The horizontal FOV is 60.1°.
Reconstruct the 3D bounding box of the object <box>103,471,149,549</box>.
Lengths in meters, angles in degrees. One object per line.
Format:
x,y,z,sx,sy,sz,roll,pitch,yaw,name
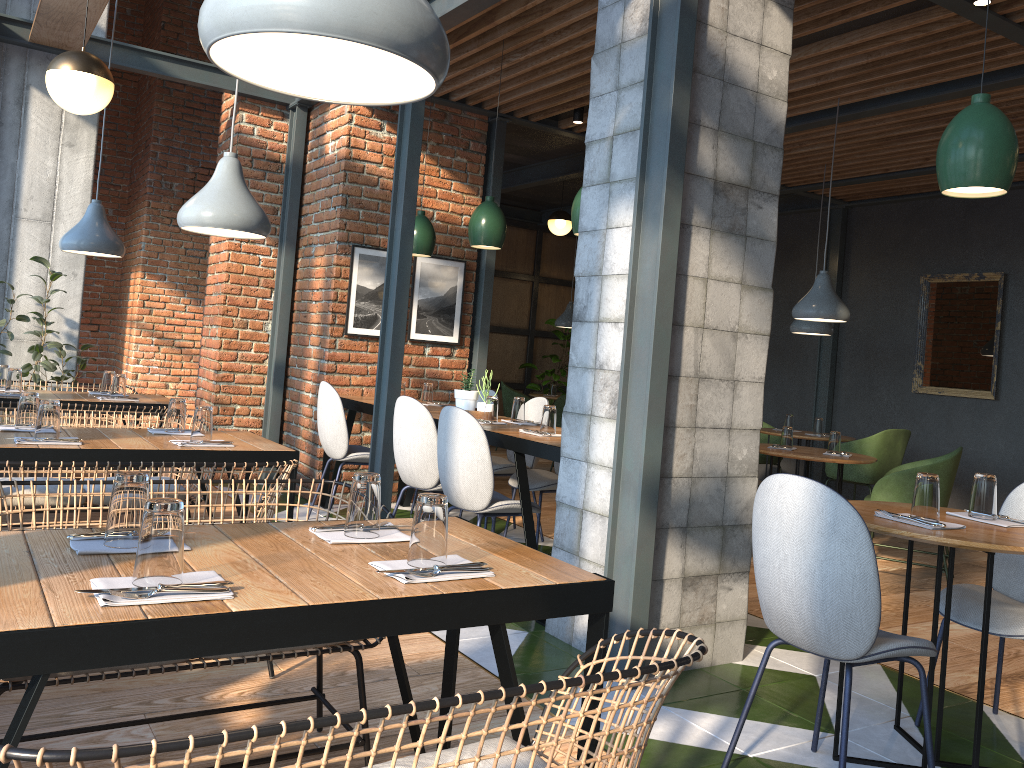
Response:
-0.746,0.243,1.725,0.080,0.138,0.080,5,0,32,object

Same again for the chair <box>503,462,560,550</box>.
0.242,0.553,5.076,0.507,0.888,0.419,5,0,-26,chair

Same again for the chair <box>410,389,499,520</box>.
-0.373,0.471,6.013,0.506,0.888,0.419,5,0,-36,chair

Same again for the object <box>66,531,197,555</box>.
-0.745,0.308,1.755,0.242,0.019,0.158,4,2,-31,object

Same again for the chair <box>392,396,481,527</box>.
-0.396,0.513,4.678,0.506,0.888,0.419,5,0,-36,chair

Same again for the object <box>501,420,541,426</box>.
0.062,0.211,4.912,0.157,0.019,0.243,4,2,-32,object

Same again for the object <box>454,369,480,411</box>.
-0.260,0.047,5.102,0.146,0.277,0.145,5,0,38,object

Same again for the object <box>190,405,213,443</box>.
-1.181,0.152,3.381,0.080,0.138,0.080,5,0,-31,object

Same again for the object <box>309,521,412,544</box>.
-0.329,0.334,2.009,0.242,0.019,0.158,4,2,-31,object

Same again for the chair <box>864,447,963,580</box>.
2.390,0.758,5.309,0.516,0.819,0.637,5,0,27,chair

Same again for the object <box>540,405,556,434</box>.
0.180,0.173,4.332,0.080,0.138,0.080,5,0,21,object

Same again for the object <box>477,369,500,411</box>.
-0.148,0.056,5.044,0.115,0.282,0.128,5,-1,-37,object

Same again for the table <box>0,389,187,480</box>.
-2.583,0.413,4.953,1.269,0.706,0.659,4,1,-33,table

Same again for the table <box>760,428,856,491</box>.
2.421,0.757,7.415,0.808,0.687,0.806,5,1,17,table

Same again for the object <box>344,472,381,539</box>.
-0.329,0.269,1.979,0.080,0.138,0.080,5,0,32,object

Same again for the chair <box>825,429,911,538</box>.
2.794,0.736,6.994,0.637,0.819,0.516,5,0,-38,chair

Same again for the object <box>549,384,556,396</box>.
0.496,0.069,10.682,0.080,0.138,0.080,5,0,35,object

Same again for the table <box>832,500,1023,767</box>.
1.294,0.790,2.681,0.698,0.747,0.700,5,0,-22,table

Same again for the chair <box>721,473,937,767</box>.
0.908,0.695,2.465,0.506,0.888,0.419,5,0,-31,chair

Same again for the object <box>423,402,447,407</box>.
-0.533,0.130,5.857,0.157,0.019,0.243,4,2,-32,object

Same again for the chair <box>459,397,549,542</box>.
-0.046,0.513,5.573,0.507,0.888,0.419,5,0,-26,chair

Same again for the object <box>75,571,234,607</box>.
-0.588,0.331,1.459,0.242,0.019,0.158,4,2,-30,object

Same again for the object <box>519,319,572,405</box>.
0.693,-0.076,11.468,1.055,1.796,0.722,5,0,-22,object

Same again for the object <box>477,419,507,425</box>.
-0.147,0.198,4.778,0.157,0.019,0.243,4,2,-32,object

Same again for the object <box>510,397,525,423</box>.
0.036,0.142,4.918,0.080,0.138,0.080,5,0,21,object

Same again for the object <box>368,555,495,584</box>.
-0.166,0.357,1.735,0.242,0.019,0.158,3,2,-34,object

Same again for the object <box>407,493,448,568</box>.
-0.163,0.290,1.762,0.080,0.138,0.080,5,0,-11,object

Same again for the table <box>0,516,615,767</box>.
-0.531,0.691,1.719,1.269,0.706,0.659,4,1,-33,table

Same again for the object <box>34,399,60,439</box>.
-1.623,0.124,3.100,0.080,0.138,0.080,5,0,33,object

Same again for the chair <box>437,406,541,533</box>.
-0.121,0.553,4.173,0.506,0.888,0.419,5,0,-36,chair

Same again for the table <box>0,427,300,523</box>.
-1.554,0.552,3.330,1.269,0.706,0.659,4,1,-33,table

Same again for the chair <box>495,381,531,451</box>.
0.088,0.390,10.662,0.515,0.819,0.638,5,0,-1,chair

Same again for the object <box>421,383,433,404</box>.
-0.559,0.061,5.864,0.080,0.138,0.080,5,0,31,object

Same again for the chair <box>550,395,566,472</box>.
0.686,0.510,8.533,0.639,0.819,0.514,5,0,12,chair

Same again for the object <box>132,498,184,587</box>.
-0.588,0.264,1.484,0.080,0.138,0.080,5,0,23,object

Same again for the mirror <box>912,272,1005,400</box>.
3.958,-0.436,7.863,0.061,1.086,0.770,5,0,-33,mirror

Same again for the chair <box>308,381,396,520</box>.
-0.978,0.437,5.518,0.507,0.888,0.419,5,0,-26,chair

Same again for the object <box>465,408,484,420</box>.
-0.221,0.168,5.078,0.254,0.046,0.251,6,2,31,object

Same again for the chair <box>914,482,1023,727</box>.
1.674,0.743,2.916,0.507,0.888,0.419,5,0,-26,chair

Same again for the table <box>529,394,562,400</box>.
0.573,0.497,10.638,0.806,0.687,0.809,4,1,-32,table

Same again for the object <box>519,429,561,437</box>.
0.143,0.236,4.337,0.157,0.019,0.243,4,2,-32,object

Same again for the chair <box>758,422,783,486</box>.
2.104,0.648,7.934,0.637,0.819,0.516,5,0,-33,chair

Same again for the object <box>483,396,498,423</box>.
-0.111,0.135,4.773,0.080,0.138,0.080,5,0,-9,object

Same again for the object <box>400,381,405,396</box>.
-0.729,0.051,5.758,0.080,0.138,0.080,5,0,-11,object

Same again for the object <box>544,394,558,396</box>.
0.470,0.132,10.698,0.157,0.019,0.242,5,2,12,object

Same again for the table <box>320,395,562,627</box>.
-0.282,0.570,5.079,0.657,0.766,2.778,5,2,-33,table

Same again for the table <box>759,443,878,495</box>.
1.847,0.769,5.595,0.807,0.687,0.807,5,1,-2,table
